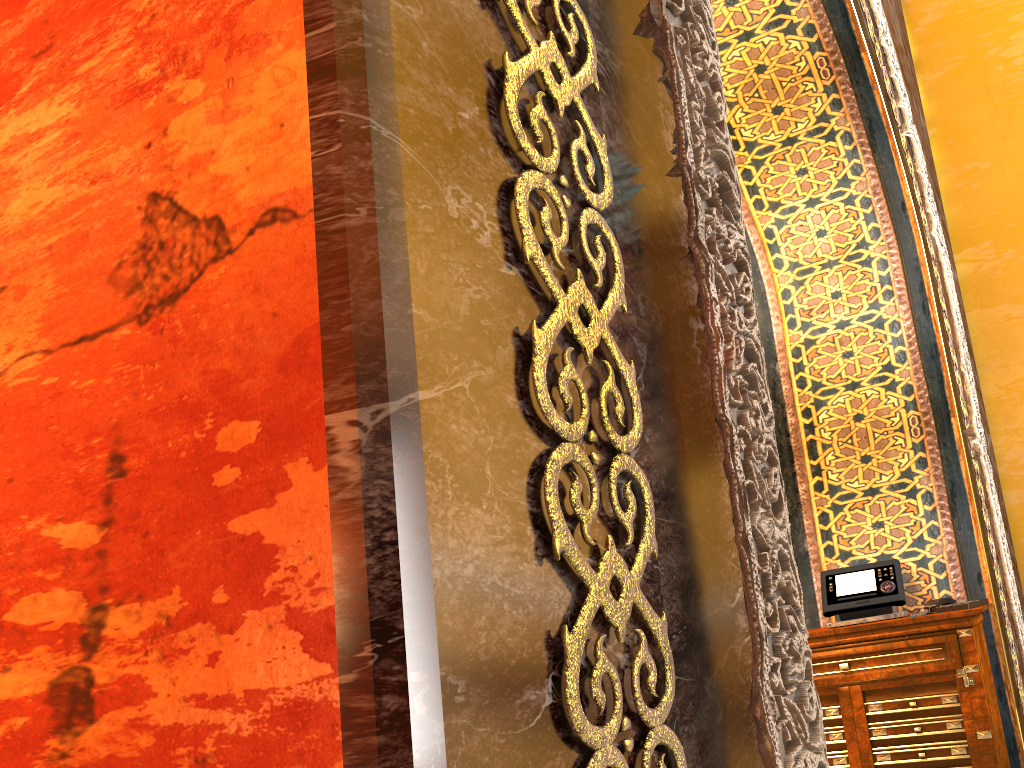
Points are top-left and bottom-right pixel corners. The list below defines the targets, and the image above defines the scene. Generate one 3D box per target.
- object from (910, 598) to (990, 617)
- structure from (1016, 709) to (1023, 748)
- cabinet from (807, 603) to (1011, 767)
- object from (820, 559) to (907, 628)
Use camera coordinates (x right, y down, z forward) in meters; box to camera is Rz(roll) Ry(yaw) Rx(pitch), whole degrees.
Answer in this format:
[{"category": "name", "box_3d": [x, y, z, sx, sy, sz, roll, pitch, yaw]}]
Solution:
[{"category": "object", "box_3d": [2.328, 1.179, 4.529, 0.450, 0.085, 0.292, 7, -23, -43]}, {"category": "structure", "box_3d": [5.532, 0.310, 4.918, 5.949, 3.081, 2.035, -16, -15, 25]}, {"category": "cabinet", "box_3d": [1.910, 1.836, 4.602, 1.376, 1.033, 0.545, -15, -15, 25]}, {"category": "object", "box_3d": [1.950, 1.163, 4.737, 0.435, 0.312, 0.271, -12, -14, 16]}]
